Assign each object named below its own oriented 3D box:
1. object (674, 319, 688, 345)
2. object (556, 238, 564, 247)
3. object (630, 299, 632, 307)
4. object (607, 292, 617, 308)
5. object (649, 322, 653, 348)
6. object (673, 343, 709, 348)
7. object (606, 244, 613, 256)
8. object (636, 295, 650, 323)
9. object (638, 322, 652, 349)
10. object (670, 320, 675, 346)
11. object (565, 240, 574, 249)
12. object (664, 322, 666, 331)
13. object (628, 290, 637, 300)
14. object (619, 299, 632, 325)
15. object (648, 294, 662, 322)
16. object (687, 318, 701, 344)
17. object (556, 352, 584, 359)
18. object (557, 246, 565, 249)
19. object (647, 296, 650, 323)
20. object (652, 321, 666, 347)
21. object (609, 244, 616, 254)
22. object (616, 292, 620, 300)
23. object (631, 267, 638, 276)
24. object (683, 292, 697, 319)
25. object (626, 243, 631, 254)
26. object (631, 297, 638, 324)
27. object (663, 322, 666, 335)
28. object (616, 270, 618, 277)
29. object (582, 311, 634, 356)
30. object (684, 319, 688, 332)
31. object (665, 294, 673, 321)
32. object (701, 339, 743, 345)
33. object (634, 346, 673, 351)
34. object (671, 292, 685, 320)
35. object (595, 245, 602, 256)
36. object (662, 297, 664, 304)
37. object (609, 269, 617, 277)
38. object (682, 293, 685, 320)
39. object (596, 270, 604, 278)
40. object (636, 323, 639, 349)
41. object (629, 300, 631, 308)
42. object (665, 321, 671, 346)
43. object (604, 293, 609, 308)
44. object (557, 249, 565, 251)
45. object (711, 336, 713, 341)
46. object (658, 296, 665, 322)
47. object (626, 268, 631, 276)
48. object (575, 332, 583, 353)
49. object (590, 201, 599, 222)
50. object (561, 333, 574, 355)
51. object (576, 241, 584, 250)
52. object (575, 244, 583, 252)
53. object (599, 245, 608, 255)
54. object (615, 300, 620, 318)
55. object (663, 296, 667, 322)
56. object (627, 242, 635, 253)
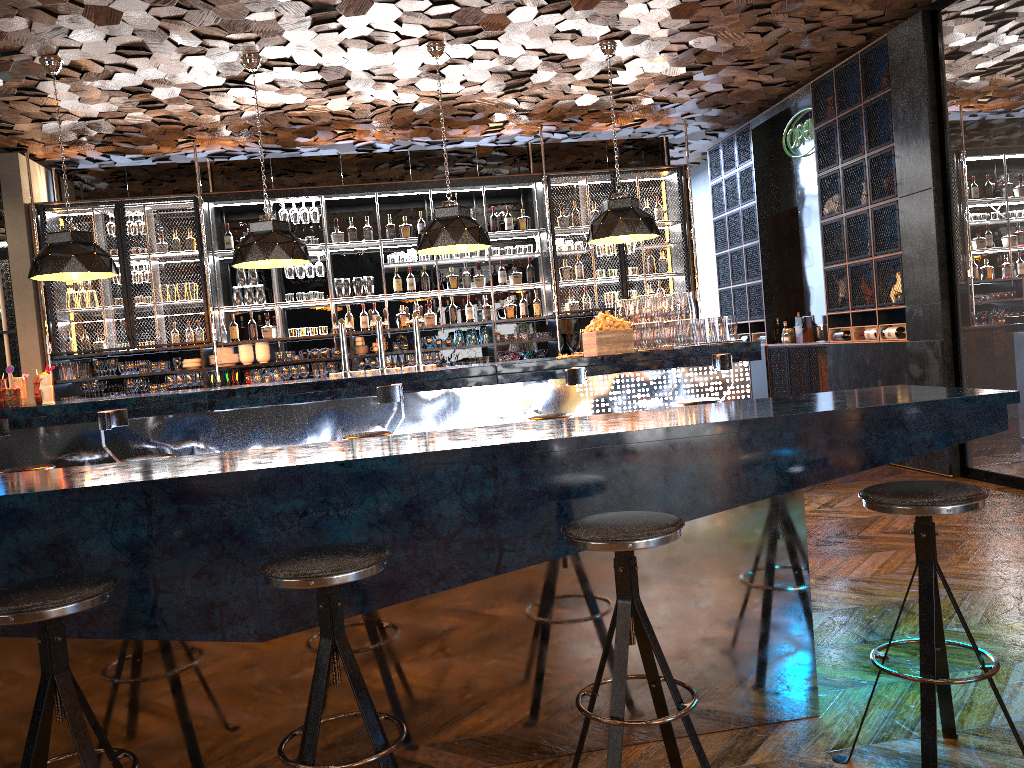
[{"bbox_3d":[1.287,-0.387,6.785,0.105,0.209,0.105,-4,3,17],"label":"object"},{"bbox_3d":[0.523,-1.533,9.625,0.089,0.092,0.089,-4,3,17],"label":"object"},{"bbox_3d":[1.014,-0.593,7.248,0.105,0.209,0.105,-4,3,17],"label":"object"},{"bbox_3d":[1.100,-0.903,9.715,0.105,0.209,0.105,-6,3,-23],"label":"object"},{"bbox_3d":[1.111,-0.376,6.875,0.105,0.209,0.105,-4,3,17],"label":"object"},{"bbox_3d":[1.335,-0.300,6.935,0.273,0.019,0.437,-5,2,-8],"label":"object"},{"bbox_3d":[1.078,-1.553,9.858,0.092,0.244,0.092,-6,3,-14],"label":"object"},{"bbox_3d":[1.002,-0.572,6.789,0.105,0.209,0.105,-4,3,17],"label":"object"},{"bbox_3d":[1.009,-0.361,6.736,0.105,0.209,0.105,-4,3,17],"label":"object"},{"bbox_3d":[1.282,-0.392,6.901,0.105,0.209,0.105,-4,3,17],"label":"object"},{"bbox_3d":[0.625,-1.515,9.665,0.089,0.092,0.089,-4,3,17],"label":"object"},{"bbox_3d":[1.311,-0.414,7.364,0.105,0.209,0.105,-4,3,17],"label":"object"},{"bbox_3d":[1.325,-0.924,9.750,0.105,0.209,0.105,-6,3,-23],"label":"object"},{"bbox_3d":[0.925,-0.585,7.230,0.105,0.209,0.105,-4,3,17],"label":"object"},{"bbox_3d":[1.091,-0.581,6.807,0.105,0.209,0.105,-4,3,17],"label":"object"},{"bbox_3d":[1.394,-0.398,6.814,0.105,0.209,0.105,-4,3,17],"label":"object"},{"bbox_3d":[0.426,-0.211,6.682,0.198,0.045,0.377,-4,3,30],"label":"object"},{"bbox_3d":[0.525,-1.507,9.626,0.089,0.092,0.089,-4,3,17],"label":"object"},{"bbox_3d":[1.086,-0.585,6.925,0.105,0.209,0.105,-4,3,17],"label":"object"},{"bbox_3d":[1.117,-0.371,6.765,0.105,0.209,0.105,-4,3,17],"label":"object"},{"bbox_3d":[1.102,-1.548,9.694,0.092,0.244,0.092,-6,3,-14],"label":"object"},{"bbox_3d":[1.209,-0.916,9.794,0.105,0.209,0.105,-6,3,-23],"label":"object"},{"bbox_3d":[1.352,-1.237,9.790,0.089,0.092,0.089,-6,3,-24],"label":"object"},{"bbox_3d":[1.369,-0.607,6.856,0.105,0.209,0.105,-4,3,17],"label":"object"},{"bbox_3d":[1.278,-1.572,9.886,0.092,0.244,0.092,-6,3,-14],"label":"object"},{"bbox_3d":[0.976,-0.575,6.903,0.105,0.209,0.105,-4,3,17],"label":"object"},{"bbox_3d":[1.209,-0.399,7.226,0.105,0.209,0.105,-4,3,17],"label":"object"},{"bbox_3d":[1.163,-1.225,9.892,0.089,0.092,0.089,-7,3,-32],"label":"object"},{"bbox_3d":[0.744,-0.397,6.820,0.340,0.332,0.464,-5,2,-5],"label":"object"},{"bbox_3d":[1.388,-0.402,6.923,0.105,0.209,0.105,-4,3,17],"label":"object"},{"bbox_3d":[1.253,-0.601,6.952,0.105,0.209,0.105,-4,3,17],"label":"object"},{"bbox_3d":[1.610,-0.326,6.988,0.273,0.019,0.437,-5,2,-8],"label":"object"},{"bbox_3d":[1.058,-0.274,6.886,0.273,0.019,0.437,-5,2,-8],"label":"object"},{"bbox_3d":[1.280,-0.598,6.838,0.105,0.209,0.105,-4,3,17],"label":"object"},{"bbox_3d":[0.969,-1.543,9.842,0.092,0.244,0.092,-6,3,-14],"label":"object"},{"bbox_3d":[1.286,-0.624,7.415,0.105,0.209,0.105,-4,3,17],"label":"object"},{"bbox_3d":[1.110,-1.215,9.771,0.089,0.092,0.089,-5,2,-7],"label":"object"},{"bbox_3d":[1.363,-0.612,6.974,0.105,0.209,0.105,-4,3,17],"label":"object"},{"bbox_3d":[0.968,-1.199,9.693,0.089,0.092,0.089,-6,3,-24],"label":"object"},{"bbox_3d":[1.005,-0.365,6.852,0.105,0.209,0.105,-4,3,17],"label":"object"},{"bbox_3d":[1.009,-0.598,7.366,0.105,0.209,0.105,-4,3,17],"label":"object"},{"bbox_3d":[1.264,-0.395,7.018,0.105,0.209,0.105,-4,3,17],"label":"object"},{"bbox_3d":[1.076,-0.906,9.828,0.105,0.209,0.105,-6,3,-23],"label":"object"},{"bbox_3d":[0.527,-1.485,9.627,0.089,0.092,0.089,-4,3,17],"label":"object"},{"bbox_3d":[1.618,-0.436,7.312,0.105,0.209,0.105,-7,3,-33],"label":"object"},{"bbox_3d":[1.202,-0.611,7.279,0.105,0.209,0.105,-4,3,17],"label":"object"},{"bbox_3d":[1.260,-1.226,9.731,0.089,0.092,0.089,-6,3,-24],"label":"object"},{"bbox_3d":[0.760,-0.415,9.684,0.170,0.313,0.170,-6,3,-14],"label":"object"},{"bbox_3d":[0.909,-1.865,9.749,0.083,0.282,0.083,-5,2,-8],"label":"object"},{"bbox_3d":[0.585,-0.396,9.659,0.186,0.307,0.186,-5,2,-3],"label":"object"},{"bbox_3d":[0.737,-1.505,9.670,0.089,0.092,0.089,-3,3,42],"label":"object"},{"bbox_3d":[0.736,-1.512,9.835,0.089,0.092,0.089,-4,3,17],"label":"object"},{"bbox_3d":[0.993,-1.538,9.679,0.092,0.244,0.092,-6,3,-14],"label":"object"},{"bbox_3d":[0.899,-0.587,7.344,0.105,0.209,0.105,-4,3,17],"label":"object"},{"bbox_3d":[1.291,-0.619,7.297,0.105,0.209,0.105,-4,3,17],"label":"object"},{"bbox_3d":[1.302,-1.567,9.723,0.092,0.244,0.092,-6,3,-14],"label":"object"}]
